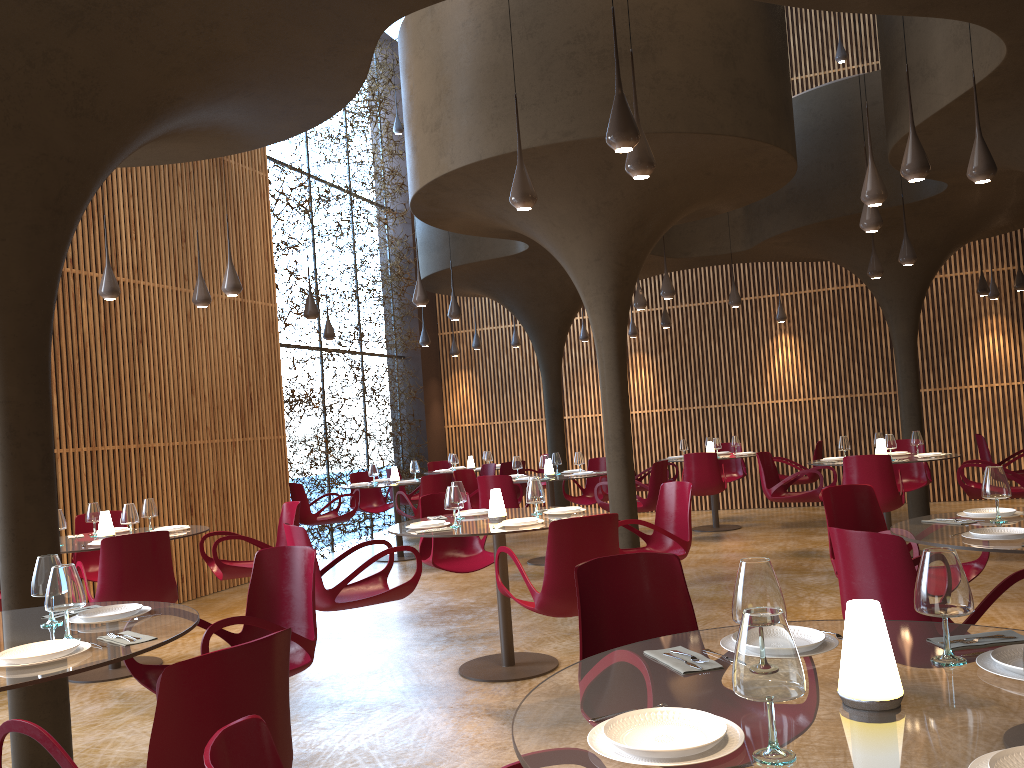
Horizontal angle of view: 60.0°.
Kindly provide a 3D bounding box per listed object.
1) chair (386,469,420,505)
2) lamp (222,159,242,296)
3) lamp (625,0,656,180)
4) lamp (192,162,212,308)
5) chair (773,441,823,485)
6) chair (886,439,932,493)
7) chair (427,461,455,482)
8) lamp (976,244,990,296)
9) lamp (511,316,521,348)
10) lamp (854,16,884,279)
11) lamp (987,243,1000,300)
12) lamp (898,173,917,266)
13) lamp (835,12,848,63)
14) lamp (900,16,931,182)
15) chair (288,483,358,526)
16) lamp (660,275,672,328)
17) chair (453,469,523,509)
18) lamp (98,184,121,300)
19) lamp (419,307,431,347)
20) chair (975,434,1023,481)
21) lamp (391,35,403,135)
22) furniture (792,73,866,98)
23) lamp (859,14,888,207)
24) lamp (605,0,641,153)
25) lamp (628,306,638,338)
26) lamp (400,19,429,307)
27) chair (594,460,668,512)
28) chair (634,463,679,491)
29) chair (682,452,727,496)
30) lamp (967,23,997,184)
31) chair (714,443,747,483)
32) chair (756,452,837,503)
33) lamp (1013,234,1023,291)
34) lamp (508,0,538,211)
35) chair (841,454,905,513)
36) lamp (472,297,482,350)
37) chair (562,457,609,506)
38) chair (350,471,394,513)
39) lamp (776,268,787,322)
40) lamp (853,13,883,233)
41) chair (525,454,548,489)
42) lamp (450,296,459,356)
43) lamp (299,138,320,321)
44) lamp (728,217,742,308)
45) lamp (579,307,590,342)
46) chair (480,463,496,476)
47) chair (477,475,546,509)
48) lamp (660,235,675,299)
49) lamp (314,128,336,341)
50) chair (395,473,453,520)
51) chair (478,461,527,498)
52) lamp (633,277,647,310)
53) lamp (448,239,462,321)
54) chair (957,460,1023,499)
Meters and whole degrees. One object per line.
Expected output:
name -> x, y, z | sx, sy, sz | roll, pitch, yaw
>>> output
chair -> -1.695, 1.724, 15.052 | 0.872, 0.635, 0.626 | -3, -2, -35
lamp -> -3.000, -4.002, 8.842 | 0.195, 6.273, 0.196 | -3, -2, -42
lamp -> 0.578, -4.422, 5.622 | 0.196, 6.273, 0.196 | -5, -1, 25
lamp -> -3.495, -3.939, 9.403 | 0.196, 6.273, 0.196 | -5, -1, 28
chair -> 4.259, 1.202, 13.382 | 0.873, 0.635, 0.625 | -5, -2, 20
chair -> 5.047, 1.050, 11.434 | 0.625, 0.635, 0.872 | -5, -2, 30
chair -> -1.224, 1.760, 16.536 | 0.624, 0.635, 0.874 | -3, -2, -25
lamp -> 7.164, -4.511, 13.966 | 0.196, 6.273, 0.196 | -5, -1, 35
lamp -> -0.151, -3.826, 16.941 | 0.196, 6.273, 0.196 | -4, -1, 5
lamp -> 4.278, -4.437, 11.050 | 0.196, 6.273, 0.196 | -3, -1, -35
lamp -> 7.698, -4.518, 14.648 | 0.196, 6.273, 0.196 | -3, -2, -45
lamp -> 4.275, -4.480, 10.147 | 0.196, 6.273, 0.196 | -3, -1, -35
lamp -> 5.316, -6.379, 14.536 | 0.196, 2.223, 0.196 | -4, -1, -5
lamp -> 2.576, -4.542, 6.218 | 0.196, 6.273, 0.196 | -4, -1, 5
chair -> -2.713, 1.682, 12.599 | 0.872, 0.635, 0.626 | -3, -2, -35
lamp -> 2.428, -4.094, 15.337 | 0.196, 6.273, 0.196 | -5, -1, 35
chair -> -0.375, 1.495, 12.325 | 0.873, 0.635, 0.625 | -6, -2, 35
lamp -> -4.076, -3.937, 8.546 | 0.196, 6.273, 0.196 | -5, -1, 28
lamp -> -1.733, -3.781, 15.438 | 0.195, 6.273, 0.196 | -3, -2, -45
chair -> 6.574, 0.945, 11.599 | 0.873, 0.635, 0.625 | -5, -2, 25
lamp -> -2.183, -5.732, 16.428 | 0.195, 2.223, 0.196 | -3, -2, -45
furniture -> 4.112, -3.312, 12.064 | 0.899, 1.047, 2.535 | -3, -3, -28
lamp -> 2.574, -4.508, 6.919 | 0.195, 6.273, 0.196 | -3, -2, -45
lamp -> 0.395, -4.437, 5.032 | 0.196, 6.273, 0.196 | -3, -1, -35
lamp -> 2.044, -4.002, 16.680 | 0.196, 6.273, 0.196 | -3, -2, -45
lamp -> -1.306, -4.046, 10.558 | 0.196, 6.273, 0.196 | -4, -1, -25
chair -> 1.553, 1.297, 11.165 | 0.873, 0.635, 0.625 | -6, -2, 30
chair -> 2.158, 1.396, 14.188 | 0.873, 0.635, 0.625 | -5, -2, 25
chair -> 2.748, 1.284, 12.749 | 0.625, 0.635, 0.873 | -5, -2, 15
lamp -> 3.138, -4.574, 6.412 | 0.196, 6.273, 0.196 | -4, -1, 5
chair -> 3.613, 1.324, 14.940 | 0.625, 0.635, 0.872 | -5, -2, 20
chair -> 3.484, 1.143, 10.946 | 0.873, 0.635, 0.625 | -6, -2, 35
lamp -> 7.559, -4.557, 13.631 | 0.196, 6.273, 0.196 | -5, -1, 35
lamp -> -0.147, -4.340, 6.213 | 0.196, 6.273, 0.196 | -5, -1, 25
chair -> 3.816, 1.046, 9.426 | 0.625, 0.635, 0.872 | -5, -2, 25
lamp -> -0.886, -3.778, 16.815 | 0.195, 6.273, 0.196 | -3, -2, -45
chair -> 1.188, 1.403, 12.812 | 0.625, 0.635, 0.872 | -5, -2, 30
chair -> -2.242, 1.718, 14.083 | 0.624, 0.635, 0.874 | -3, -2, -25
lamp -> 4.566, -4.229, 15.837 | 0.196, 6.273, 0.196 | -5, -1, 35
lamp -> 2.982, -4.487, 7.983 | 0.195, 6.273, 0.196 | -3, -1, -35
chair -> 0.372, 1.624, 16.175 | 0.872, 0.635, 0.626 | -3, -2, -30
lamp -> -1.384, -3.688, 17.927 | 0.195, 6.273, 0.196 | -3, -2, -45
lamp -> -2.710, -3.918, 11.047 | 0.196, 6.273, 0.196 | -4, -1, -5
lamp -> 3.031, -4.250, 13.013 | 0.196, 6.273, 0.196 | -5, -1, 35
lamp -> 1.142, -3.928, 16.822 | 0.196, 6.273, 0.196 | -5, -1, 35
chair -> -0.647, 1.582, 13.722 | 0.872, 0.635, 0.626 | -3, -2, -30
chair -> -0.043, 1.398, 10.805 | 0.625, 0.635, 0.872 | -5, -2, 25
lamp -> 1.787, -4.229, 11.524 | 0.196, 6.273, 0.196 | -3, -1, -35
lamp -> -2.984, -3.784, 13.429 | 0.195, 6.273, 0.196 | -3, -2, -45
chair -> -1.153, 1.543, 12.111 | 0.624, 0.635, 0.874 | -3, -2, -30
chair -> -0.134, 1.584, 14.564 | 0.624, 0.635, 0.874 | -3, -2, -30
lamp -> 1.566, -4.168, 12.460 | 0.196, 6.273, 0.196 | -3, -1, -35
lamp -> -1.003, -3.994, 12.114 | 0.196, 6.273, 0.196 | -4, -1, -25
chair -> 5.412, 0.944, 9.786 | 0.873, 0.635, 0.625 | -6, -2, 30
